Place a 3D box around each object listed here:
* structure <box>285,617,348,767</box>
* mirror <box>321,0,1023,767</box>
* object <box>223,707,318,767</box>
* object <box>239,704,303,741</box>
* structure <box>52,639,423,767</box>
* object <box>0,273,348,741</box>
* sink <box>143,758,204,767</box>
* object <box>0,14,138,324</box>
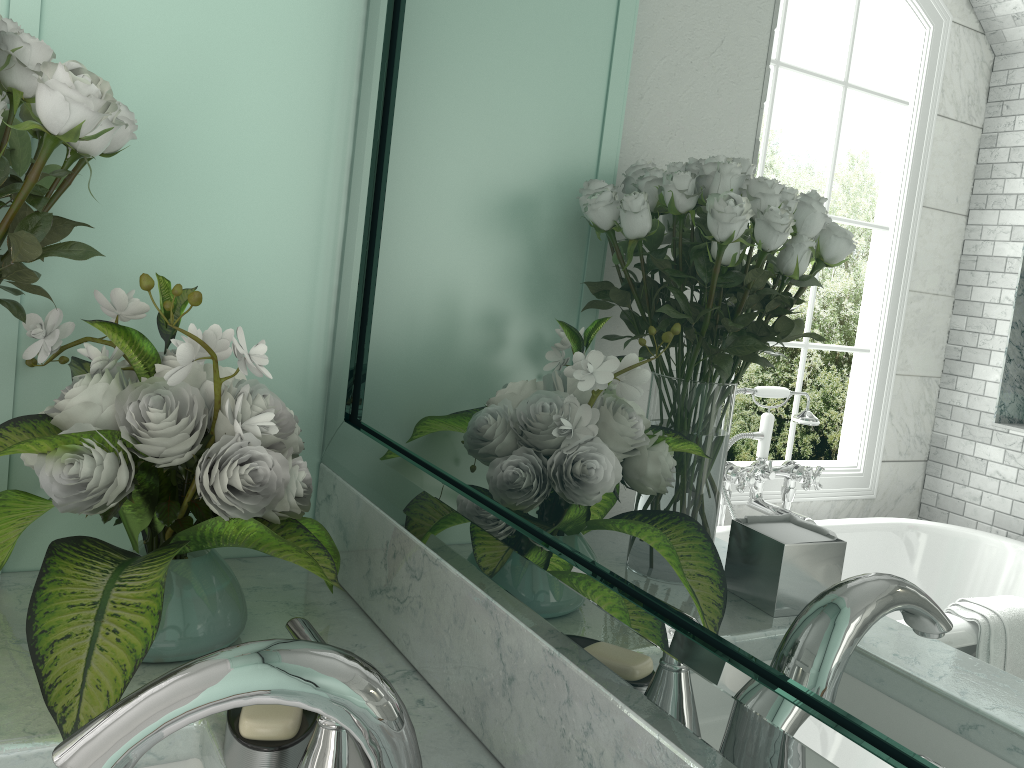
[{"bbox_3d":[-0.162,0.272,0.698,0.158,0.121,0.083,13,9,43],"label":"structure"},{"bbox_3d":[0.206,-0.718,0.551,0.015,1.926,1.443,4,7,-31],"label":"mirror"},{"bbox_3d":[-0.209,0.299,0.777,0.079,0.035,0.134,5,8,-13],"label":"object"},{"bbox_3d":[-0.205,0.281,0.756,0.051,0.022,0.077,6,7,-10],"label":"object"},{"bbox_3d":[-0.139,0.255,0.524,0.234,0.204,0.104,1,8,-41],"label":"structure"},{"bbox_3d":[-0.351,0.082,0.935,0.394,0.401,0.455,3,7,-29],"label":"object"},{"bbox_3d":[-0.290,0.419,0.473,0.346,0.079,0.605,2,9,-30],"label":"sink"},{"bbox_3d":[-0.593,-0.061,0.849,0.391,0.651,0.358,5,6,-19],"label":"object"}]
